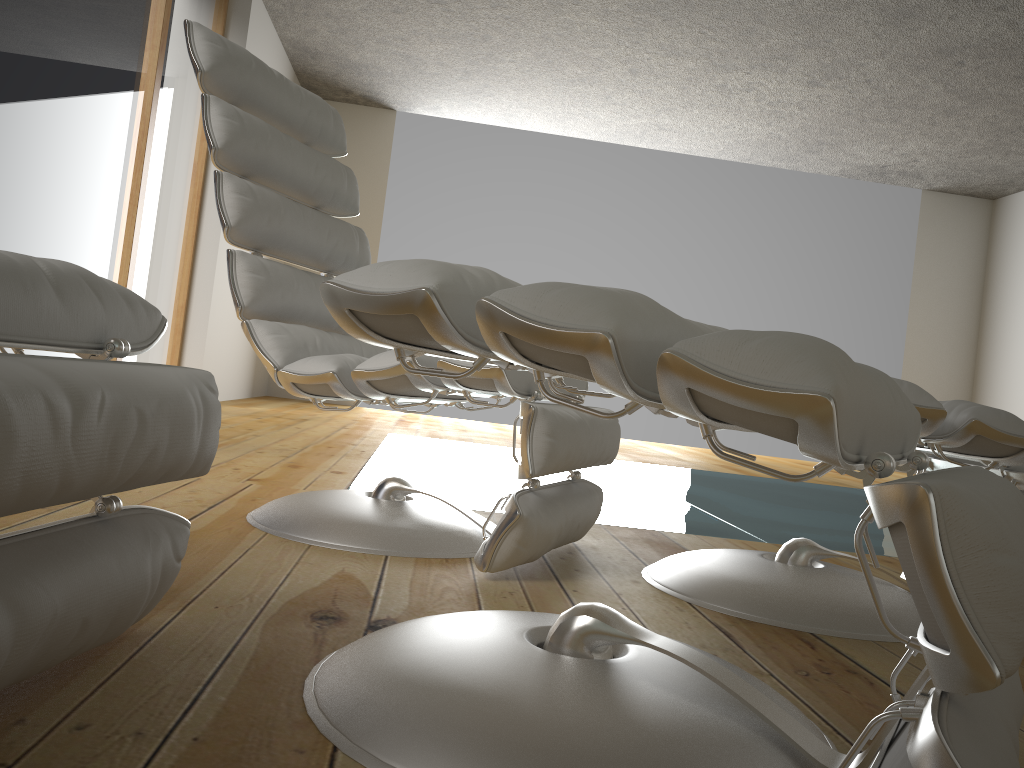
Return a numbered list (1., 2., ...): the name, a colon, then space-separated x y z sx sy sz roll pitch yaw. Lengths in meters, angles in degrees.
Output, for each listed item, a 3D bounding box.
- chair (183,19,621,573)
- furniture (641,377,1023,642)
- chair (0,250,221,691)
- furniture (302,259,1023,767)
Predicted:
1. chair: -0.229 -0.184 1.864 0.915 0.969 0.568 7 -1 20
2. furniture: 0.612 0.187 1.662 0.686 0.440 0.569 7 -1 1
3. chair: -0.754 -0.252 0.796 0.914 0.969 0.569 7 -1 5
4. furniture: 0.145 0.127 0.907 0.687 0.440 0.568 7 -1 30
